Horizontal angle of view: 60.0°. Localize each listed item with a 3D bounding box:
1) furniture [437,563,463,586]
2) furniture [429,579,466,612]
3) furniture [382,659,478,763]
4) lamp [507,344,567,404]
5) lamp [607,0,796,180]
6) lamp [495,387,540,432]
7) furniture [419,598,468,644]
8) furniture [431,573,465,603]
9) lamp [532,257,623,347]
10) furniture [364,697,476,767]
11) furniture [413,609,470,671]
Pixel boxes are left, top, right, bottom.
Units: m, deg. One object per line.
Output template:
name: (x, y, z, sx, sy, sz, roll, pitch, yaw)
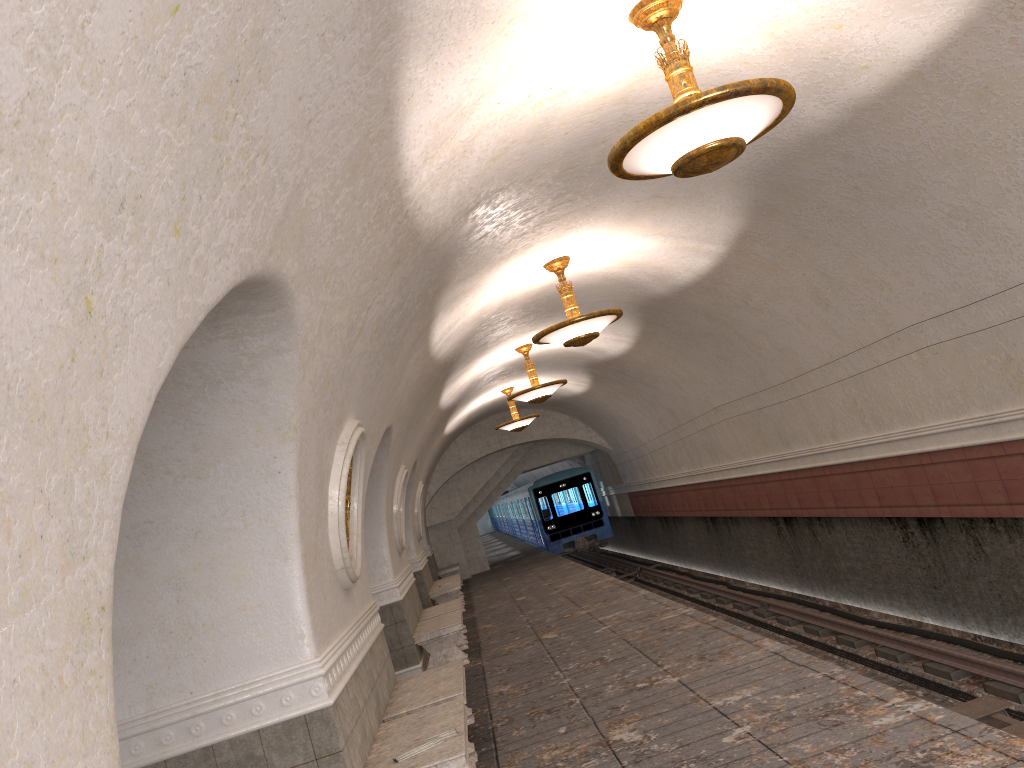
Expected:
furniture: (-1.620, 5.119, 23.542, 0.613, 0.508, 1.509, -16, -7, -6)
furniture: (-1.240, 4.194, 17.319, 0.613, 0.508, 1.509, -16, -7, -6)
furniture: (-0.619, 2.682, 7.148, 0.613, 0.508, 1.509, -16, -7, -6)
lamp: (0.327, -0.144, 14.219, 1.008, 0.955, 1.008, -18, -7, 10)
lamp: (0.909, -1.561, 4.683, 1.008, 0.955, 1.008, -14, -8, -22)
lamp: (0.036, 0.565, 18.987, 1.008, 0.955, 1.008, -23, -9, 40)
furniture: (-0.982, 3.566, 13.092, 0.613, 0.508, 1.509, -16, -7, -6)
furniture: (-1.341, 4.441, 18.979, 0.613, 0.508, 1.509, -16, -7, -6)
lamp: (0.618, -0.853, 9.452, 1.008, 0.955, 1.008, -18, -7, 10)
furniture: (-0.518, 2.436, 5.487, 0.613, 0.508, 1.509, -16, -7, -6)
furniture: (-0.881, 3.319, 11.432, 0.613, 0.508, 1.509, -16, -7, -6)
